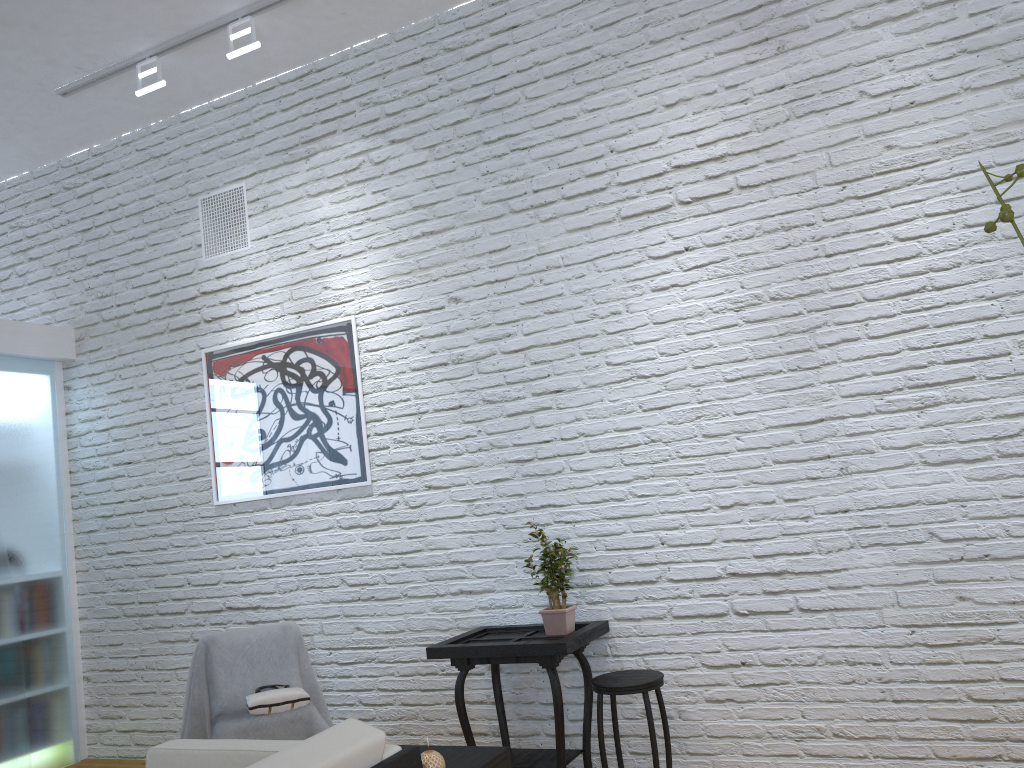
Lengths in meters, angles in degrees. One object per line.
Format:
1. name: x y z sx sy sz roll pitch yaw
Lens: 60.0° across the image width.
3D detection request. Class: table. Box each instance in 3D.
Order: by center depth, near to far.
1. table: 0.060 1.231 3.331 0.564 0.576 0.441 -10 -7 25

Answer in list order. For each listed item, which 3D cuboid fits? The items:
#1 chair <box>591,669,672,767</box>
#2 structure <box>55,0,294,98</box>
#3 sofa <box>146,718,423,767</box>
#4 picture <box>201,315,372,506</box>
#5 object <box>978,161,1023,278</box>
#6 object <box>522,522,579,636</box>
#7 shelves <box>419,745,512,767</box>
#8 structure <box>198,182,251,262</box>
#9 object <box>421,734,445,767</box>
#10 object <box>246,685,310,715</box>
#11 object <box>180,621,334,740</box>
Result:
1. chair: 0.435 1.251 3.153 0.262 0.407 0.263 -7 -6 6
2. structure: -0.370 -1.603 3.351 3.913 0.182 0.053 -10 -7 25
3. sofa: -1.573 1.129 1.404 9.742 0.677 5.345 -10 -8 25
4. picture: -1.080 0.141 4.161 0.922 0.767 0.010 -10 -6 25
5. object: 0.336 0.161 0.356 0.166 0.636 0.203 -2 -7 -37
6. object: 0.157 0.740 3.414 0.175 0.435 0.238 -2 -8 -40
7. shelves: -0.382 1.208 2.273 0.731 0.450 0.350 -10 -7 25
8. structure: -1.419 -0.795 4.373 0.308 0.333 0.010 -10 -6 25
9. object: -0.195 0.883 2.097 0.071 0.104 0.071 -2 -8 -38
10. object: -0.923 1.215 3.429 0.232 0.085 0.225 -3 -8 -29
11. object: -0.974 1.313 3.476 0.644 0.685 0.638 -3 -7 -26
